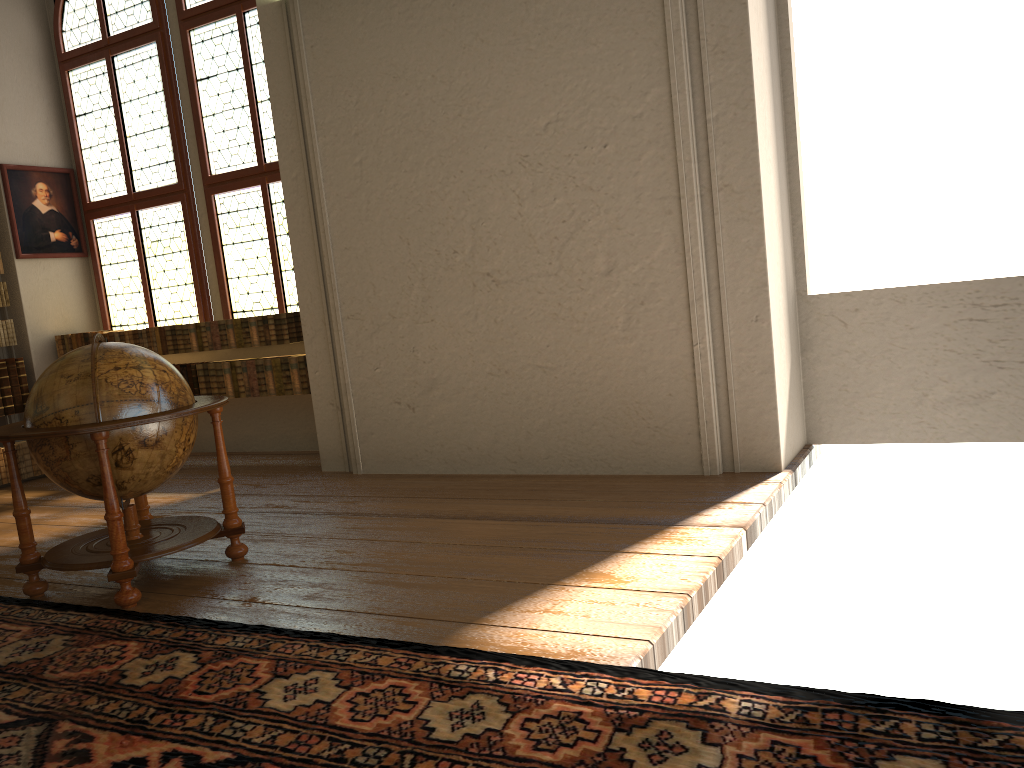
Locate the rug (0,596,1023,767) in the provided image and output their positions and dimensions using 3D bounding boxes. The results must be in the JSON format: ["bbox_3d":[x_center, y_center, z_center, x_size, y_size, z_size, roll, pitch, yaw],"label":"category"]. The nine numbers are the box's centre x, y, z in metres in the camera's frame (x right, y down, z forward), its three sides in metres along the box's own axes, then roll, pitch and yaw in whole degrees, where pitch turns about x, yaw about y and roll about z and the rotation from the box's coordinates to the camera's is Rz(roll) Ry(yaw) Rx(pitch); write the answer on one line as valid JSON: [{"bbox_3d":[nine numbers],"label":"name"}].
[{"bbox_3d":[-12.404,1.974,7.632,36.918,0.064,4.691,-3,7,28],"label":"rug"}]

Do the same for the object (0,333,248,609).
[{"bbox_3d":[-2.266,0.427,5.129,1.277,1.452,1.277,-9,7,-24],"label":"object"}]
